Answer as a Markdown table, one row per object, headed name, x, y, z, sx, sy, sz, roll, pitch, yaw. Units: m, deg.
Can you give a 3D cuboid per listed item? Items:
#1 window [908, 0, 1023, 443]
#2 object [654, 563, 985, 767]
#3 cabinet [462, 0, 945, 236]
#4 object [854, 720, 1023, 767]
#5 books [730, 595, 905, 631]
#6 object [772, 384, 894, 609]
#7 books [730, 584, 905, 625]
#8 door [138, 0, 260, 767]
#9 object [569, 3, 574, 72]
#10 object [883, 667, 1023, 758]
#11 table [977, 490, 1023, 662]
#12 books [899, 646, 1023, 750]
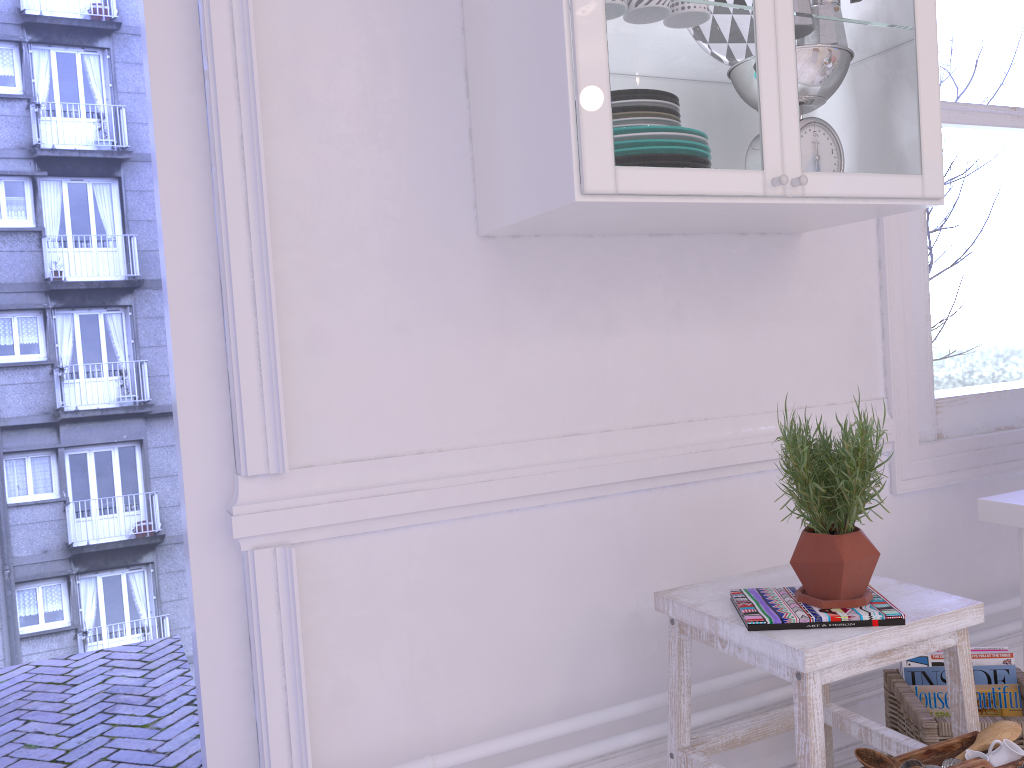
| name | x | y | z | sx | sy | sz | roll | pitch | yaw |
| --- | --- | --- | --- | --- | --- | --- | --- | --- | --- |
| window | 1.474 | -0.781 | 2.583 | 1.234 | 1.782 | 0.181 | -5 | 3 | -25 |
| object | 0.591 | 0.649 | 1.512 | 0.418 | 0.534 | 0.599 | -5 | 3 | -25 |
| cabinet | 0.352 | -0.971 | 1.678 | 0.823 | 1.311 | 0.425 | -5 | 3 | -25 |
| object | 0.690 | 0.609 | 1.329 | 0.358 | 0.110 | 0.211 | -5 | 3 | -23 |
| books | 0.509 | 0.381 | 1.505 | 0.246 | 0.011 | 0.180 | -4 | 3 | 5 |
| object | 0.547 | 0.181 | 1.510 | 0.196 | 0.367 | 0.186 | -3 | 3 | 20 |
| books | 0.508 | 0.372 | 1.505 | 0.246 | 0.007 | 0.180 | -4 | 3 | 5 |
| door | -1.193 | -0.220 | 1.812 | 1.009 | 2.474 | 1.021 | -5 | 3 | -25 |
| object | 0.342 | -0.971 | 1.697 | 0.811 | 0.651 | 0.376 | -5 | 3 | -25 |
| object | 0.928 | 0.748 | 1.770 | 0.276 | 0.270 | 0.276 | -3 | 3 | 8 |
| table | 1.872 | 0.502 | 1.931 | 1.514 | 0.619 | 0.736 | -5 | 3 | -25 |
| books | 0.928 | 0.714 | 1.782 | 0.221 | 0.306 | 0.205 | -3 | 3 | 8 |
